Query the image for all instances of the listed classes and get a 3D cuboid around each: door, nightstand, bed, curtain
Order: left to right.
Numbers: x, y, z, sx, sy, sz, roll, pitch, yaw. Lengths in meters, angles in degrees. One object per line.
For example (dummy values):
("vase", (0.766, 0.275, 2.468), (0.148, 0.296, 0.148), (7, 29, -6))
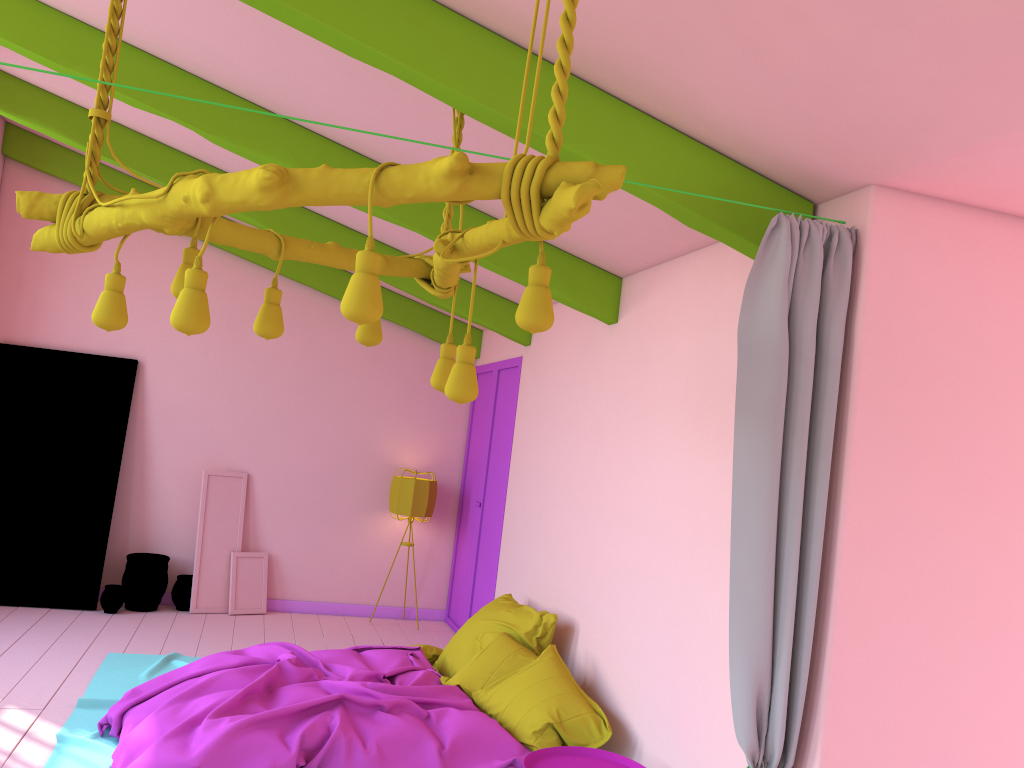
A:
("door", (-4.048, 0.793, 7.714), (1.154, 2.209, 0.450), (8, -3, -16))
("bed", (-1.101, 1.813, 5.073), (2.803, 0.513, 3.577), (8, -4, -16))
("door", (-0.283, 1.080, 8.141), (0.108, 2.589, 1.677), (8, -4, -16))
("nightstand", (0.320, 1.918, 3.871), (0.596, 0.458, 0.596), (5, -4, 22))
("curtain", (0.921, 0.780, 3.358), (0.519, 2.783, 0.525), (9, -4, -35))

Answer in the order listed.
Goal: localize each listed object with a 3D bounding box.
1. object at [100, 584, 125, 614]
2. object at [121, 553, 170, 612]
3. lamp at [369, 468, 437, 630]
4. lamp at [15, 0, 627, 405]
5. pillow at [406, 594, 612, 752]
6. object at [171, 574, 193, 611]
("object", (-3.434, 1.851, 7.621), (0.199, 0.234, 0.199), (4, -5, 42))
("object", (-3.269, 1.765, 7.898), (0.385, 0.470, 0.386), (5, -4, 27))
("lamp", (-0.983, 1.557, 8.492), (0.491, 1.465, 0.477), (6, -3, 14))
("lamp", (-0.385, -1.109, 2.610), (1.612, 2.263, 1.775), (9, -4, -34))
("pillow", (-0.113, 1.801, 5.623), (0.849, 0.822, 2.617), (8, -4, -26))
("object", (-2.962, 1.900, 8.060), (0.260, 0.306, 0.261), (6, -4, 17))
